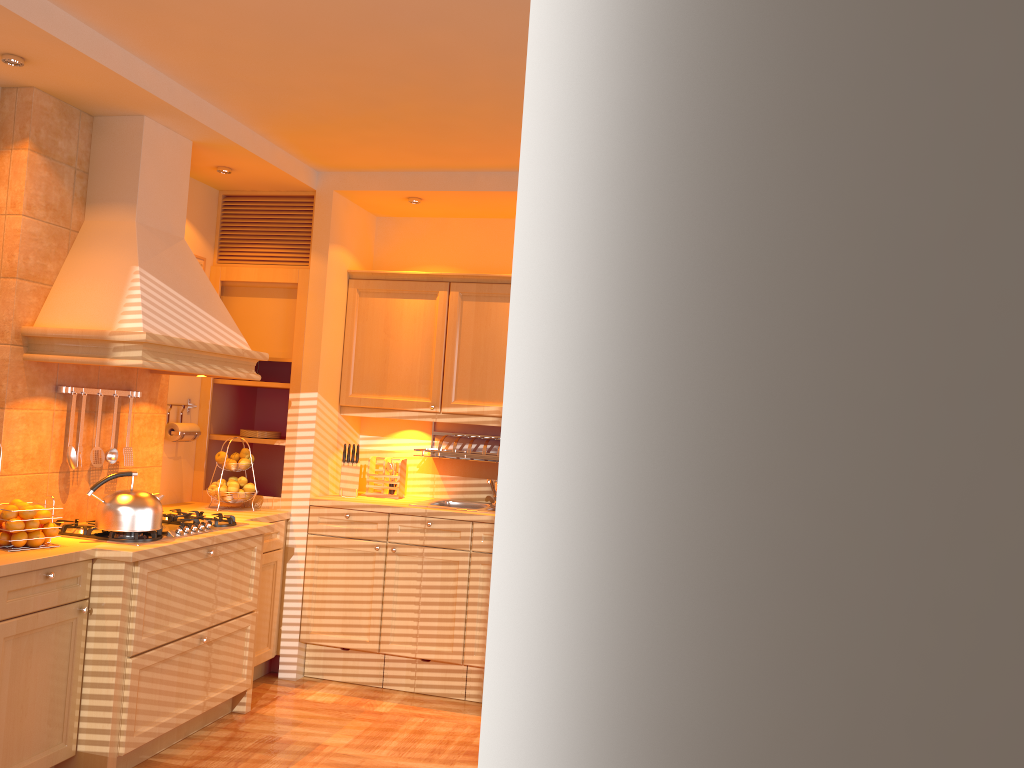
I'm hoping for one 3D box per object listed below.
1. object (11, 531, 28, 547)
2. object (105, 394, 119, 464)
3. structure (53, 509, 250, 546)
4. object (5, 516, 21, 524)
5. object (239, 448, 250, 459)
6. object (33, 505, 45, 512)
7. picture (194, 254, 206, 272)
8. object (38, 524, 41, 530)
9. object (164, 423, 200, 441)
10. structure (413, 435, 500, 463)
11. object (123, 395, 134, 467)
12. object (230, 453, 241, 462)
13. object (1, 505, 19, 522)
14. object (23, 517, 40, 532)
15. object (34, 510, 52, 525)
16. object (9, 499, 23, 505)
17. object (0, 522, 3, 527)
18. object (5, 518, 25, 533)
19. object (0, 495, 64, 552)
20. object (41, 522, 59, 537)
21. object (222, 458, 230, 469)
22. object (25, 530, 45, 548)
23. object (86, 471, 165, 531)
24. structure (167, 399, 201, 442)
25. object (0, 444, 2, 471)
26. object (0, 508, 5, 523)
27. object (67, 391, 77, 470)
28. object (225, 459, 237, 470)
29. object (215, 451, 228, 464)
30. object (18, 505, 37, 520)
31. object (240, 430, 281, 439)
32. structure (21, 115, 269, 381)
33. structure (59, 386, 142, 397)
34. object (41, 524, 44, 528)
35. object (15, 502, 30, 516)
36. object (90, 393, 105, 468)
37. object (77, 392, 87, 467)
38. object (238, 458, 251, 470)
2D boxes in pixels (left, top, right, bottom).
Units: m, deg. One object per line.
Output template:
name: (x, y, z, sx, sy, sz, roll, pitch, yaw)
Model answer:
object: (-1.718, 0.540, 3.092, 0.052, 0.057, 0.060, 5, -2, -24)
object: (-1.769, 0.198, 3.916, 0.037, 0.309, 0.077, 3, -2, 13)
structure: (-1.541, 0.591, 3.765, 0.494, 0.051, 0.797, 3, -2, 14)
object: (-1.757, 0.489, 3.124, 0.051, 0.053, 0.064, 5, -2, -23)
object: (-1.395, 0.364, 4.633, 0.055, 0.059, 0.058, 5, -3, -30)
object: (-1.728, 0.465, 3.225, 0.063, 0.053, 0.051, 4, -2, -13)
picture: (-1.731, -0.451, 4.652, 0.007, 0.491, 0.366, 3, -2, 14)
object: (-1.732, 0.511, 3.196, 0.062, 0.053, 0.051, 5, -2, -18)
object: (-1.711, 0.249, 4.602, 0.096, 0.094, 0.186, 3, -2, 14)
structure: (-0.068, 0.366, 4.913, 0.900, 0.126, 0.300, 3, -2, 14)
object: (-1.727, 0.212, 4.012, 0.020, 0.323, 0.061, 3, -2, 14)
object: (-1.446, 0.384, 4.639, 0.051, 0.051, 0.050, 2, -3, 38)
object: (-1.748, 0.451, 3.089, 0.057, 0.060, 0.052, 6, -3, -38)
object: (-1.702, 0.497, 3.134, 0.062, 0.053, 0.052, 2, -3, 36)
object: (-1.685, 0.478, 3.186, 0.053, 0.052, 0.061, 4, -2, -13)
object: (-1.793, 0.447, 3.216, 0.059, 0.060, 0.050, 5, -2, -26)
object: (-1.834, 0.488, 3.134, 0.060, 0.055, 0.053, 3, -2, 17)
object: (-1.724, 0.492, 3.076, 0.053, 0.051, 0.063, 3, -3, 33)
object: (-1.751, 0.489, 3.165, 0.189, 0.174, 0.207, 3, -2, 29)
object: (-1.664, 0.526, 3.195, 0.061, 0.054, 0.052, 2, -3, 41)
object: (-1.490, 0.416, 4.641, 0.057, 0.056, 0.051, 5, -2, -26)
object: (-1.700, 0.549, 3.150, 0.074, 0.063, 0.064, 4, -2, -6)
object: (-1.495, 0.450, 3.476, 0.242, 0.215, 0.251, 4, -2, 1)
structure: (-1.719, 0.187, 4.607, 0.126, 0.220, 0.320, 3, -2, 14)
object: (-2.029, 0.361, 3.006, 0.221, 0.379, 0.572, 3, -2, 14)
object: (-1.796, 0.461, 3.114, 0.063, 0.051, 0.053, 3, -2, 19)
object: (-1.808, 0.193, 3.662, 0.028, 0.323, 0.055, 3, -2, 14)
object: (-1.456, 0.417, 4.593, 0.064, 0.058, 0.063, 5, -2, -20)
object: (-1.505, 0.382, 4.598, 0.063, 0.064, 0.061, 3, -2, 23)
object: (-1.702, 0.451, 3.115, 0.053, 0.051, 0.063, 3, -2, 21)
object: (-1.400, 0.281, 4.943, 0.222, 0.039, 0.222, 3, -3, 31)
structure: (0.059, -0.413, 4.154, 4.091, 1.148, 1.061, 4, -2, -12)
structure: (-1.774, 0.035, 3.849, 0.009, 0.024, 0.506, 3, -2, 14)
object: (-1.726, 0.516, 3.226, 0.061, 0.055, 0.051, 2, -3, 43)
object: (-1.743, 0.447, 3.157, 0.063, 0.053, 0.051, 5, -2, -25)
object: (-1.775, 0.199, 3.819, 0.017, 0.320, 0.090, 3, -2, 14)
object: (-1.805, 0.193, 3.721, 0.006, 0.319, 0.028, 3, -2, 14)
object: (-1.395, 0.415, 4.619, 0.063, 0.063, 0.064, 3, -3, 31)
